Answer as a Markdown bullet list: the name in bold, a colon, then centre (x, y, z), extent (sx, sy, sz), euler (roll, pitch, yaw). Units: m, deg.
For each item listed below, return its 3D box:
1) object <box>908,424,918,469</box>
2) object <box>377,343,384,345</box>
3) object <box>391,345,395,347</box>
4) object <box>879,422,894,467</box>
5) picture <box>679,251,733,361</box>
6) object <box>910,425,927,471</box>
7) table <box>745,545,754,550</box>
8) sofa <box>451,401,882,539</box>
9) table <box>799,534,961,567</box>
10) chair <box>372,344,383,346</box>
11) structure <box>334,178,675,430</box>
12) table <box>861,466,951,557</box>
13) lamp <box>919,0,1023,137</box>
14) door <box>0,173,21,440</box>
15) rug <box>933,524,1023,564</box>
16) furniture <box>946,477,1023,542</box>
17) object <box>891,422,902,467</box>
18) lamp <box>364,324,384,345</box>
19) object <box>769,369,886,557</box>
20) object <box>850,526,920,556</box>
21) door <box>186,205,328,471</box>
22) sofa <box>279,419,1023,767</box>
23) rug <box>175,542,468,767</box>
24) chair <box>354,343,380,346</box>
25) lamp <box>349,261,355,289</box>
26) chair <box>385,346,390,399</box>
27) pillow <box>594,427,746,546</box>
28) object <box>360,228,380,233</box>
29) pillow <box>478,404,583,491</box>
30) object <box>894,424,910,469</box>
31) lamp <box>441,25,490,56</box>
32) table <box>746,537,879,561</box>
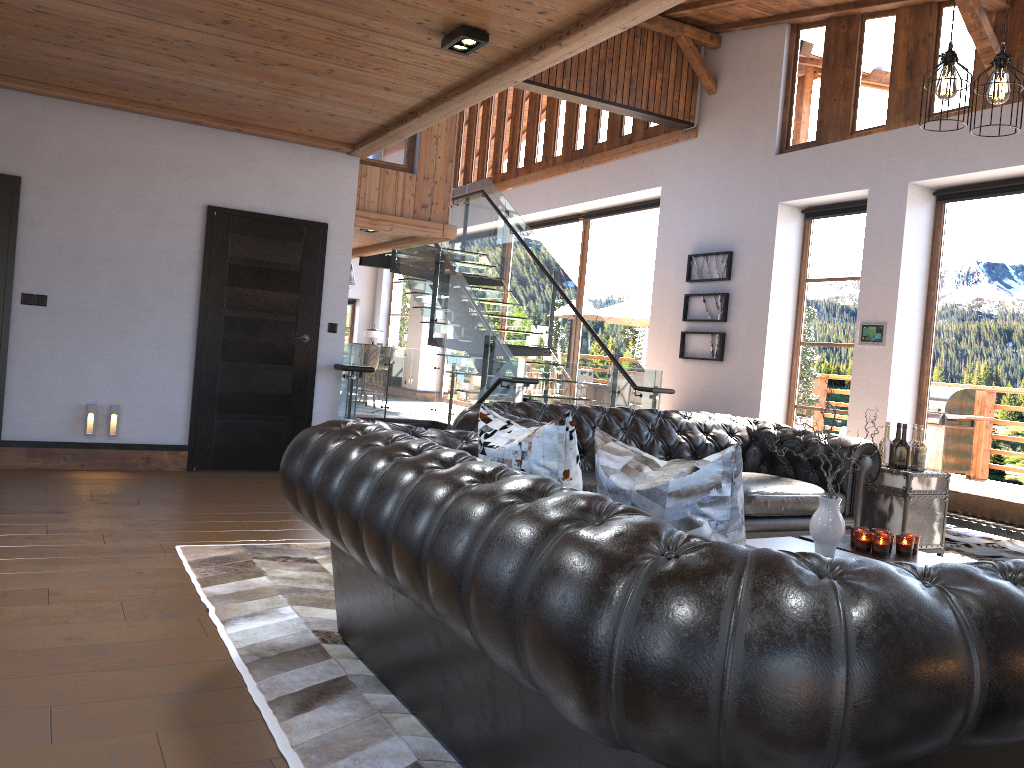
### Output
- **object**: centre (2.571, 0.398, 5.682), extent (0.088, 0.286, 0.087), euler (5, 1, -16)
- **object**: centre (-3.066, -0.807, 20.543), extent (0.151, 0.287, 0.495), euler (4, 2, -28)
- **object**: centre (-2.777, -0.753, 20.076), extent (0.495, 0.262, 0.182), euler (6, 1, 30)
- **object**: centre (2.390, 0.383, 5.661), extent (0.086, 0.286, 0.089), euler (6, 1, 38)
- **picture**: centre (2.371, -0.950, 10.878), extent (0.060, 1.312, 0.767), euler (4, 1, -28)
- **object**: centre (2.559, 0.401, 5.565), extent (0.088, 0.286, 0.087), euler (5, 1, -18)
- **table**: centre (0.898, 0.882, 3.649), extent (0.403, 0.350, 0.645), euler (4, 2, -23)
- **sofa**: centre (0.882, 0.591, 5.342), extent (2.591, 0.838, 1.228), euler (4, 2, -29)
- **table**: centre (1.692, 0.938, 4.075), extent (0.404, 0.350, 0.644), euler (4, 2, -28)
- **chair**: centre (-2.804, -0.227, 17.179), extent (0.575, 1.092, 0.498), euler (4, 1, -44)
- **structure**: centre (0.620, 0.367, 12.918), extent (9.300, 6.396, 10.923), euler (4, 2, -28)
- **table**: centre (2.462, 0.835, 5.637), extent (0.409, 0.609, 0.413), euler (4, 1, -28)
- **lamp**: centre (2.074, -2.060, 3.404), extent (0.264, 2.201, 0.794), euler (4, 1, -37)
- **door**: centre (-3.944, -0.457, 6.002), extent (0.950, 2.055, 0.142), euler (4, 1, -29)
- **rug**: centre (2.551, 1.118, 5.722), extent (3.845, 0.053, 2.409), euler (4, 2, -28)
- **furniture**: centre (3.804, 1.021, 6.175), extent (1.187, 0.436, 2.734), euler (4, 2, -28)
- **object**: centre (2.483, 0.390, 5.708), extent (0.087, 0.286, 0.088), euler (5, 1, 11)
- **lamp**: centre (-3.280, -1.059, 21.002), extent (0.473, 0.725, 0.467), euler (5, 1, -19)
- **object**: centre (1.390, 0.337, 3.873), extent (0.409, 0.808, 0.616), euler (5, 1, -17)
- **object**: centre (1.718, 0.725, 4.056), extent (0.301, 0.081, 0.247), euler (5, 2, 10)
- **door**: centre (-2.018, -0.322, 7.063), extent (0.950, 2.055, 0.142), euler (4, 1, -29)
- **sofa**: centre (0.167, 0.615, 2.538), extent (1.252, 0.838, 2.541), euler (4, 2, -29)
- **rug**: centre (0.299, 0.999, 3.237), extent (2.455, 0.053, 4.007), euler (4, 2, -28)
- **chair**: centre (-2.530, -0.134, 14.942), extent (0.509, 1.092, 0.563), euler (4, 1, -29)
- **lamp**: centre (-2.994, -4.050, 16.197), extent (0.617, 4.684, 0.625), euler (5, 1, 17)
- **chair**: centre (-2.483, -0.167, 16.432), extent (0.572, 1.092, 0.500), euler (5, 1, -20)
- **pillow**: centre (0.374, 0.335, 2.087), extent (0.286, 0.469, 0.524), euler (4, 1, -25)
- **object**: centre (-1.553, -1.705, 9.702), extent (0.157, 0.068, 0.258), euler (4, 2, -28)
- **pillow**: centre (0.059, 0.289, 2.681), extent (0.286, 0.469, 0.524), euler (4, 1, -25)
- **object**: centre (2.473, 0.392, 5.610), extent (0.087, 0.286, 0.088), euler (6, 1, 39)
- **lamp**: centre (-0.237, -1.734, 4.459), extent (0.157, 0.068, 0.258), euler (4, 2, -28)
- **table**: centre (1.317, 0.912, 3.840), extent (0.404, 0.350, 0.643), euler (4, 2, -33)
